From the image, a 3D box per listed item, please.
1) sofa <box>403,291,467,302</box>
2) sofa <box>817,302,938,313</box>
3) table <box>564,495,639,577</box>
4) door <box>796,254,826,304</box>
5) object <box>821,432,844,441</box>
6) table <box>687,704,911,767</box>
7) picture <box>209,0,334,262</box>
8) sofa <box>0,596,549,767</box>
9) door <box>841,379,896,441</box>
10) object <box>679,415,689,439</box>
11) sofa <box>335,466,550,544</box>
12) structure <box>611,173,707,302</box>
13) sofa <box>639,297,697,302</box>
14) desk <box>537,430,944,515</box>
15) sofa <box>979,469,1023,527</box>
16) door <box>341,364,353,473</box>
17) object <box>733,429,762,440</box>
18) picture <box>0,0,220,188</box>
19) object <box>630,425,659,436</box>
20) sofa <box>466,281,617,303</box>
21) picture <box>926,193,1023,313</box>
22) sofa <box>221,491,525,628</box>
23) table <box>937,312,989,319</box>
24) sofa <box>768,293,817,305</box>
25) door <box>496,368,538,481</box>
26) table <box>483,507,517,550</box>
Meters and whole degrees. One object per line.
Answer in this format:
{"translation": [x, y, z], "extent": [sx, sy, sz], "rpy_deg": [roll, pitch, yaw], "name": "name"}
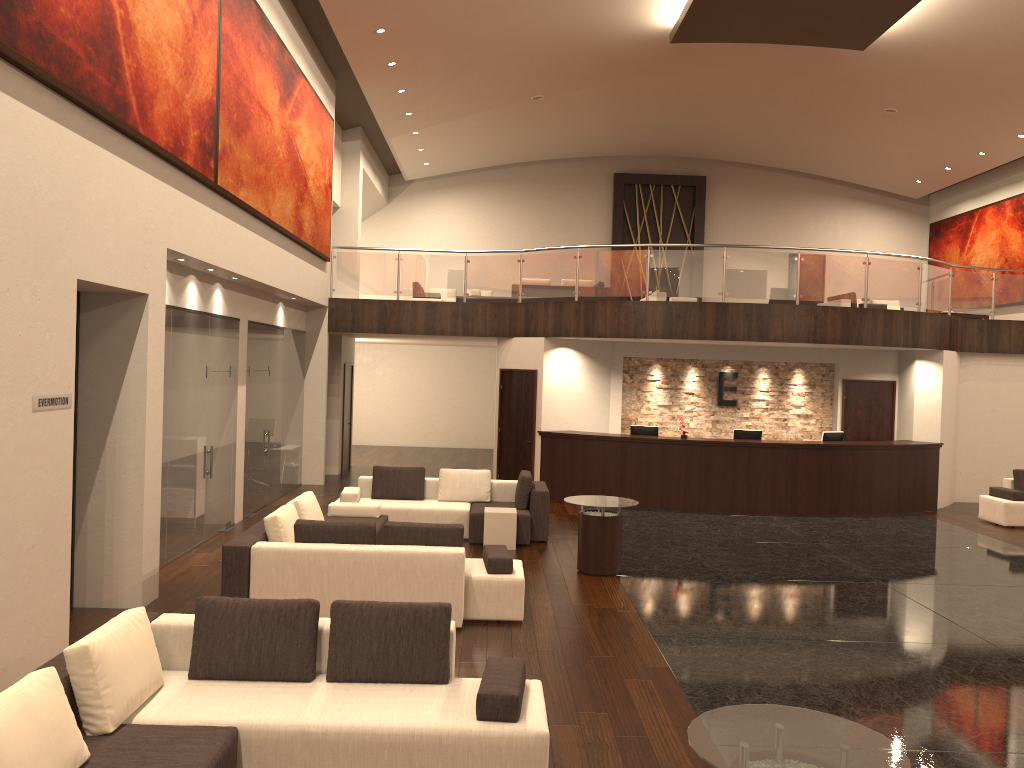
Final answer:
{"translation": [-0.998, -2.038, 22.338], "extent": [3.366, 0.862, 2.586], "rpy_deg": [2, 1, -1], "name": "sofa"}
{"translation": [9.334, -1.699, 21.511], "extent": [3.366, 0.862, 2.586], "rpy_deg": [2, 1, -1], "name": "sofa"}
{"translation": [0.980, 1.699, 9.882], "extent": [0.833, 0.795, 0.844], "rpy_deg": [3, 1, 38], "name": "table"}
{"translation": [8.136, -2.475, 24.521], "extent": [0.990, 2.232, 0.104], "rpy_deg": [2, 1, -1], "name": "door"}
{"translation": [5.517, 1.064, 15.252], "extent": [0.483, 0.485, 0.189], "rpy_deg": [1, 1, -26], "name": "object"}
{"translation": [1.100, 1.816, 3.492], "extent": [0.833, 0.795, 0.844], "rpy_deg": [1, 1, -40], "name": "table"}
{"translation": [-3.183, -3.385, 12.584], "extent": [0.070, 2.526, 6.485], "rpy_deg": [2, 1, -1], "name": "picture"}
{"translation": [-1.081, 1.710, 3.807], "extent": [2.586, 0.862, 3.366], "rpy_deg": [2, 1, -1], "name": "sofa"}
{"translation": [6.612, 1.039, 16.520], "extent": [0.990, 2.232, 0.104], "rpy_deg": [2, 1, -1], "name": "door"}
{"translation": [2.858, 0.710, 14.755], "extent": [0.163, 0.390, 0.165], "rpy_deg": [2, 1, 7], "name": "object"}
{"translation": [-0.940, 1.574, 11.769], "extent": [2.846, 0.862, 1.291], "rpy_deg": [2, 1, -1], "name": "sofa"}
{"translation": [3.985, -3.606, 24.333], "extent": [2.524, 4.236, 0.187], "rpy_deg": [2, 1, -1], "name": "structure"}
{"translation": [3.927, -1.870, 21.556], "extent": [1.291, 0.862, 2.846], "rpy_deg": [2, 1, -1], "name": "sofa"}
{"translation": [3.993, 1.511, 15.235], "extent": [7.146, 1.171, 1.674], "rpy_deg": [2, 1, 0], "name": "desk"}
{"translation": [8.955, 1.860, 13.118], "extent": [2.586, 0.862, 3.366], "rpy_deg": [2, 1, -1], "name": "sofa"}
{"translation": [-3.460, 0.690, 18.540], "extent": [0.104, 2.232, 0.990], "rpy_deg": [2, 1, -1], "name": "door"}
{"translation": [3.991, 1.020, 15.044], "extent": [0.483, 0.485, 0.189], "rpy_deg": [2, 1, -1], "name": "object"}
{"translation": [-3.080, -3.284, 7.073], "extent": [0.070, 2.526, 4.515], "rpy_deg": [2, 1, -1], "name": "picture"}
{"translation": [2.277, 0.962, 15.282], "extent": [0.483, 0.485, 0.189], "rpy_deg": [2, 1, 14], "name": "object"}
{"translation": [0.631, -1.961, 20.869], "extent": [3.366, 0.862, 2.586], "rpy_deg": [2, 1, -1], "name": "sofa"}
{"translation": [11.499, -3.093, 22.104], "extent": [0.070, 2.526, 4.515], "rpy_deg": [2, 1, -1], "name": "picture"}
{"translation": [-1.199, 1.612, 9.154], "extent": [2.586, 0.862, 3.366], "rpy_deg": [2, 1, -1], "name": "sofa"}
{"translation": [10.141, -1.414, 20.441], "extent": [1.100, 0.380, 1.100], "rpy_deg": [2, 1, -1], "name": "table"}
{"translation": [6.253, -1.795, 21.477], "extent": [1.291, 0.862, 2.846], "rpy_deg": [2, 1, -1], "name": "sofa"}
{"translation": [0.087, 0.848, 15.909], "extent": [0.104, 2.232, 0.990], "rpy_deg": [1, 1, -41], "name": "door"}
{"translation": [-0.151, 1.812, 11.130], "extent": [0.400, 0.460, 0.400], "rpy_deg": [2, 1, -1], "name": "table"}
